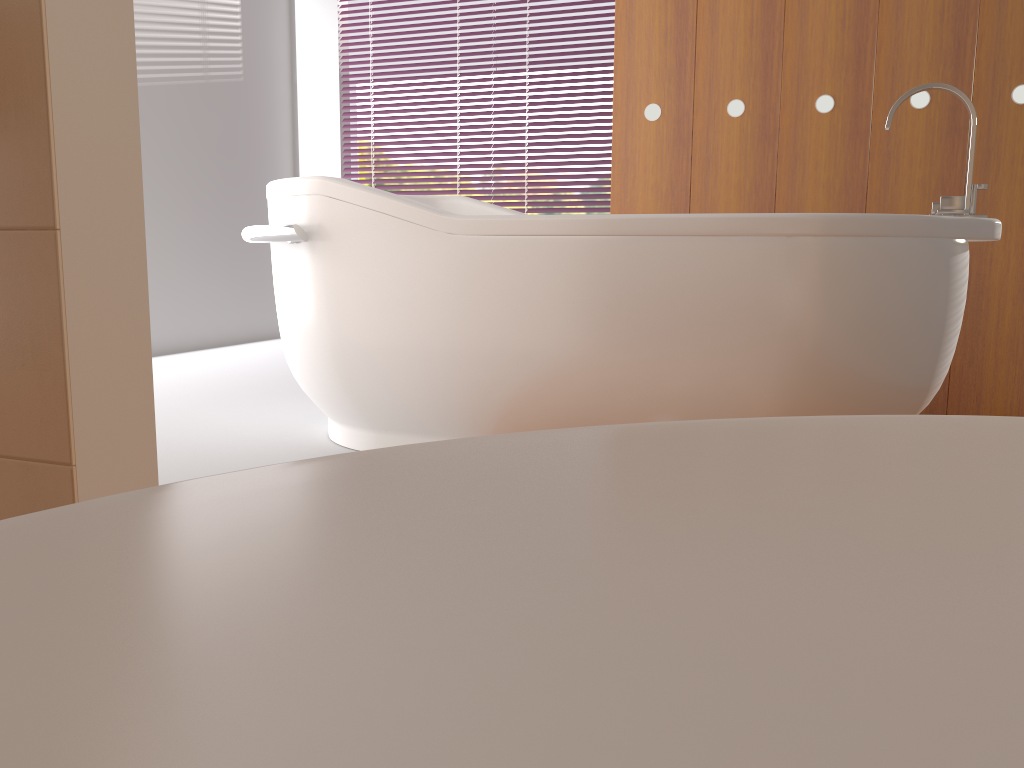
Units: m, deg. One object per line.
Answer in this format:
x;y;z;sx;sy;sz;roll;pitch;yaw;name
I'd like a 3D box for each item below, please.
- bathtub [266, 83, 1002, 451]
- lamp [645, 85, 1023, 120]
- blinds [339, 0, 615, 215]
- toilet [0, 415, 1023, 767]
0.232;-0.287;2.354;1.874;0.900;0.888;4;9;21;bathtub
1.005;-0.900;2.850;1.169;0.052;0.001;4;9;21;lamp
1.214;-1.167;4.364;4.712;2.022;0.032;4;9;21;blinds
0.159;0.235;0.021;0.534;0.400;0.375;4;9;21;toilet
